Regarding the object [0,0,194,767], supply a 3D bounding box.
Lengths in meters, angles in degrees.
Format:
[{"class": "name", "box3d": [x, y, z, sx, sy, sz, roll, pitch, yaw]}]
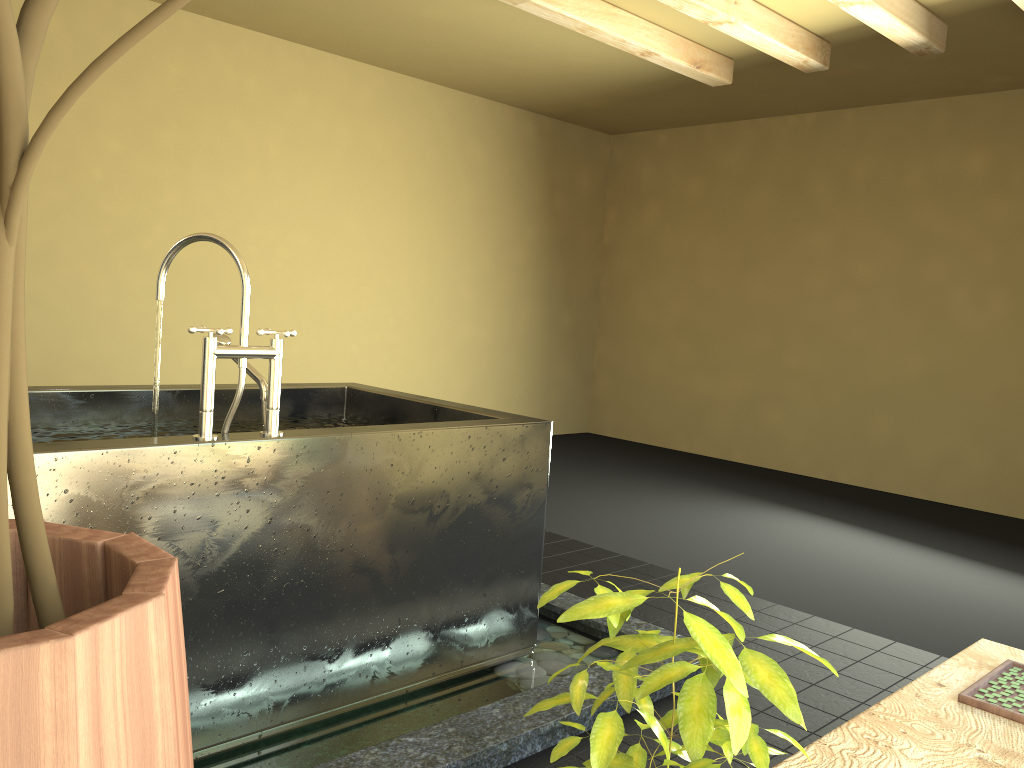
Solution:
[{"class": "object", "box3d": [-0.147, -0.026, 0.263, 0.468, 2.178, 0.463, 5, 4, 6]}]

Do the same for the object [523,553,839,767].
[{"class": "object", "box3d": [0.099, 0.577, 0.667, 0.242, 0.928, 0.267, 4, 4, -7]}]

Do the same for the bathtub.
[{"class": "bathtub", "box3d": [-1.016, 0.187, 2.342, 2.132, 1.161, 1.069, -1, 7, -44]}]

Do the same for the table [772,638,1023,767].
[{"class": "table", "box3d": [0.857, 0.824, 1.501, 1.124, 0.400, 0.514, -1, 7, -44]}]

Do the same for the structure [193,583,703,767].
[{"class": "structure", "box3d": [-1.404, 0.928, 2.112, 3.800, 0.635, 1.974, -1, 7, -44]}]

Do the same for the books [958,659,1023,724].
[{"class": "books", "box3d": [1.019, 0.607, 1.730, 0.294, 0.014, 0.182, -1, 7, -44]}]
